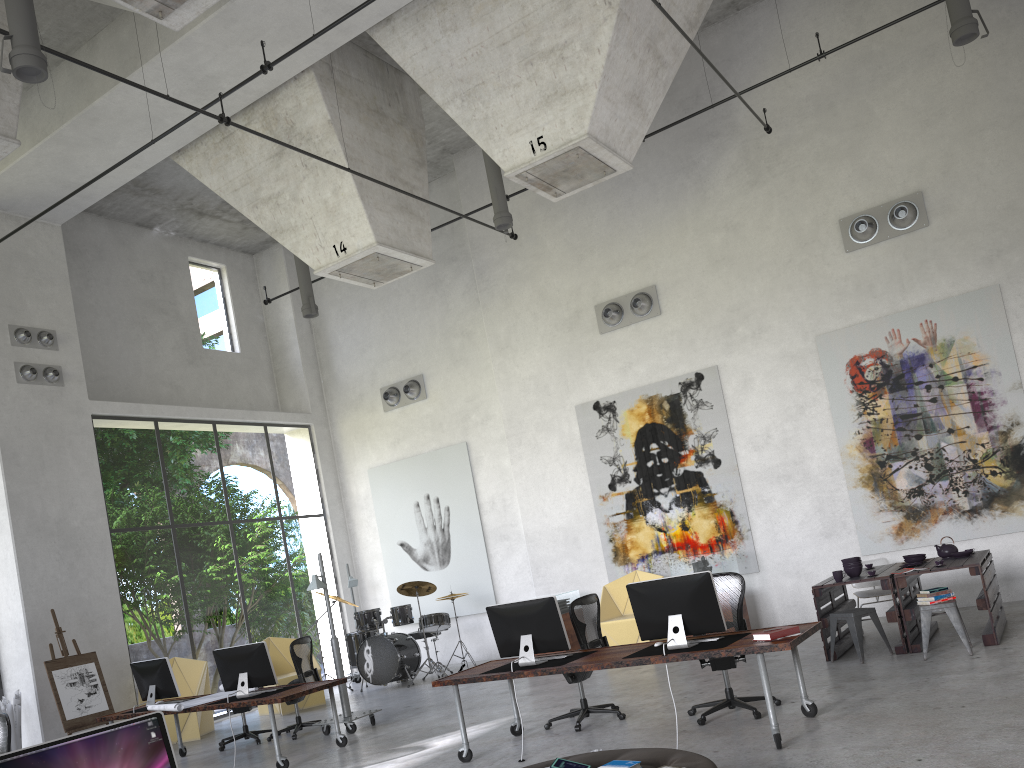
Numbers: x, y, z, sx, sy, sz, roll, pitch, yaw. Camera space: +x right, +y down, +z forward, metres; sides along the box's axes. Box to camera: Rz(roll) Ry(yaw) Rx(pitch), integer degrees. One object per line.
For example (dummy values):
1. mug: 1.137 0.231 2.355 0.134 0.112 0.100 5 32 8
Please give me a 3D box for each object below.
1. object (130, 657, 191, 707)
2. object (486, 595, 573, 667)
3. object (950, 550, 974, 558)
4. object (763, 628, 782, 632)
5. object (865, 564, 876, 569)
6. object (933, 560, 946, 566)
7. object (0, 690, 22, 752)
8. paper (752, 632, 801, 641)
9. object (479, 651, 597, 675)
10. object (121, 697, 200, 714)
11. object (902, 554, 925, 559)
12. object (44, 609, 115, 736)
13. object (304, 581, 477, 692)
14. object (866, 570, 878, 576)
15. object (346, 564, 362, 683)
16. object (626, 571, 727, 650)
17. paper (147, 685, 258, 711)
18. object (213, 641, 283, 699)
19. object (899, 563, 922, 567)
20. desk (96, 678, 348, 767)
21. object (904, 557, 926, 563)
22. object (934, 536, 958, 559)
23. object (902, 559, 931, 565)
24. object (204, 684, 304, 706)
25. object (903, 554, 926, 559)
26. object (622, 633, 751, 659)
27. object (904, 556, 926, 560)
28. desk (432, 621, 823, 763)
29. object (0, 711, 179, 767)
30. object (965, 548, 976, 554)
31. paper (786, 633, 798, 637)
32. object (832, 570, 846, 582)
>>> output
1. object: -4.124 3.495 10.322 0.726 0.547 0.376 -16 -8 33
2. object: 0.179 2.134 7.603 0.726 0.547 0.376 -16 -8 33
3. object: 4.749 1.799 9.268 0.230 0.046 0.232 -12 -11 8
4. object: 1.905 1.791 6.405 0.149 0.011 0.011 -11 -7 0
5. object: 4.068 2.071 9.985 0.137 0.055 0.119 -1 -14 -43
6. object: 4.244 1.785 8.739 0.138 0.055 0.118 -12 -10 7
7. object: -6.377 4.505 11.099 0.442 1.197 0.415 -11 -5 9
8. paper: 1.943 1.851 6.439 0.288 0.001 0.215 -5 -13 -26
9. object: 0.234 2.409 7.587 0.862 0.008 0.688 -18 -13 32
10. object: -4.069 3.770 10.306 0.862 0.008 0.688 -18 -13 32
11. object: 4.352 1.874 9.505 0.232 0.057 0.229 -17 -13 30
12. object: -5.691 3.954 11.434 0.695 2.122 0.691 -13 -5 32
13. object: -1.982 4.117 14.712 2.993 1.725 1.895 -13 -8 15
14. object: 3.705 1.948 9.042 0.117 0.055 0.139 -14 -11 16
15. object: -2.826 4.335 16.013 0.575 2.130 0.607 -9 -5 -24
16. object: 1.316 1.774 6.885 0.726 0.547 0.376 -16 -8 33
17. paper: -3.514 3.552 9.974 0.995 0.104 1.072 -20 -15 40
18. object: -2.834 3.087 9.507 0.722 0.547 0.378 -14 -7 23
19. object: 4.211 1.916 9.274 0.237 0.019 0.235 -16 -13 26
20. desk: -3.247 3.881 9.830 3.178 0.716 0.974 -17 -11 31
21. object: 4.363 1.912 9.499 0.228 0.046 0.234 -9 -11 -9
22. object: 4.718 1.774 9.541 0.221 0.230 0.212 -15 -8 29
23. object: 4.369 1.932 9.499 0.296 0.024 0.299 -12 -11 8
24. object: -2.779 3.363 9.492 0.858 0.008 0.691 -15 -12 22
25. object: 4.360 1.885 9.504 0.232 0.062 0.229 -16 -12 26
26. object: 1.371 2.049 6.869 0.862 0.008 0.688 -18 -13 32
27. object: 4.362 1.896 9.499 0.231 0.062 0.230 -16 -12 26
28. desk: 0.908 2.560 7.176 3.178 0.716 0.974 -17 -11 31
29. object: -1.521 1.578 3.298 0.383 0.546 0.714 -15 -9 32
30. object: 4.912 1.799 9.422 0.116 0.055 0.140 -9 -10 -8
31. paper: 1.942 1.849 6.439 0.292 0.001 0.212 -13 -12 13
32. object: 3.401 1.994 9.118 0.131 0.108 0.101 -14 -8 22
